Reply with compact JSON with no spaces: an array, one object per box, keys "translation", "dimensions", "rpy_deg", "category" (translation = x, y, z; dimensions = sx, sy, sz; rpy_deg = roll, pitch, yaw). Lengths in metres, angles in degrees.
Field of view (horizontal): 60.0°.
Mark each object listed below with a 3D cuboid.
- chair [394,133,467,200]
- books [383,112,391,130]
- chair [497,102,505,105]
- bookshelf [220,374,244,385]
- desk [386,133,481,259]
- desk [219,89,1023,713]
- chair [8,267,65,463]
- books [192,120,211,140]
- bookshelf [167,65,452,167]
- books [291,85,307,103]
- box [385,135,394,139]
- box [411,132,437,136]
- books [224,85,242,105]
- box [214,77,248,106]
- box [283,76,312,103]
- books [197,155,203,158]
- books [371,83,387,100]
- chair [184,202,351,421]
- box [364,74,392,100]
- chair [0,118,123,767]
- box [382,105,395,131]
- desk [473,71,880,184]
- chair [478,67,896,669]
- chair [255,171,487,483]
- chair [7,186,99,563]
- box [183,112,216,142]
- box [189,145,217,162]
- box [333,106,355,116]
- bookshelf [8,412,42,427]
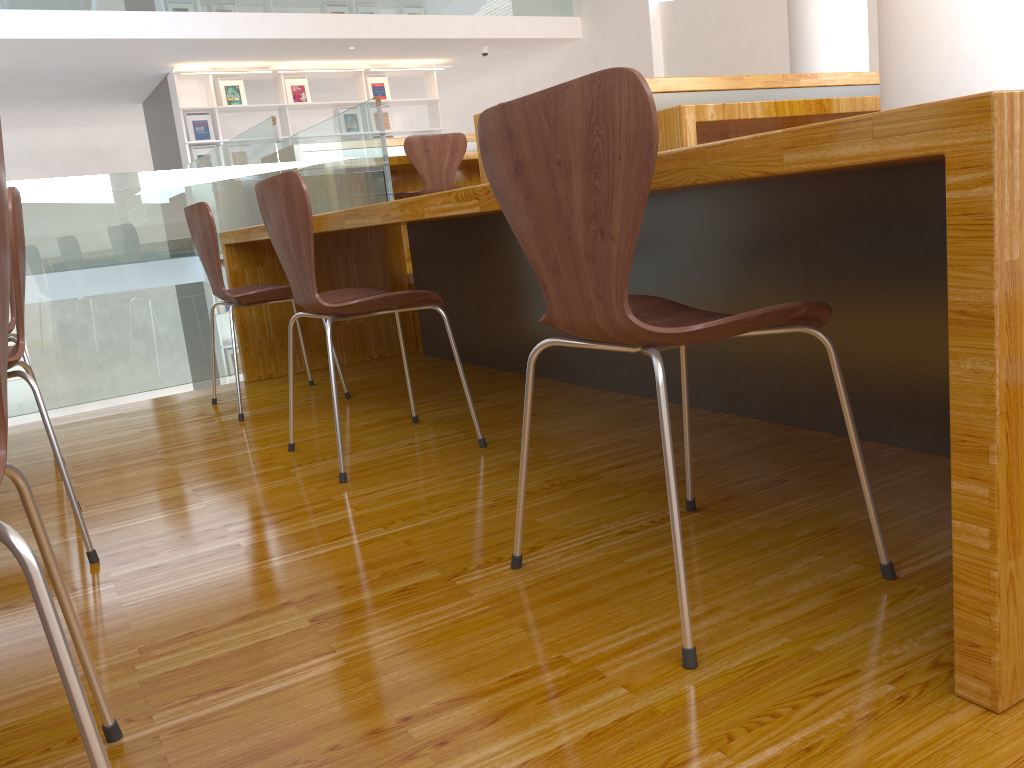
[{"translation":[-0.475,-1.077,5.167],"dimensions":[0.428,0.693,0.381],"rpy_deg":[-12,12,-28],"category":"chair"},{"translation":[-1.436,-2.915,9.879],"dimensions":[0.145,0.210,0.037],"rpy_deg":[-12,12,-28],"category":"books"},{"translation":[0.210,-0.909,3.887],"dimensions":[0.428,0.693,0.381],"rpy_deg":[-12,12,-28],"category":"chair"},{"translation":[-1.769,-0.488,10.030],"dimensions":[2.984,1.836,0.498],"rpy_deg":[-12,12,-28],"category":"bookshelf"},{"translation":[0.060,-1.373,6.231],"dimensions":[3.196,0.757,1.248],"rpy_deg":[-12,12,-28],"category":"desk"},{"translation":[0.033,-0.195,2.313],"dimensions":[0.760,0.606,3.356],"rpy_deg":[-12,12,-28],"category":"desk"},{"translation":[-1.556,-0.100,2.513],"dimensions":[0.381,0.693,0.428],"rpy_deg":[-12,12,-28],"category":"chair"},{"translation":[-3.128,-2.550,8.941],"dimensions":[0.145,0.210,0.037],"rpy_deg":[-12,12,-28],"category":"books"},{"translation":[-1.993,-2.500,9.648],"dimensions":[2.984,1.836,0.498],"rpy_deg":[-12,12,-28],"category":"bookshelf"},{"translation":[-2.251,-3.053,9.389],"dimensions":[0.145,0.210,0.037],"rpy_deg":[-12,12,-28],"category":"books"},{"translation":[-1.457,-2.646,10.020],"dimensions":[0.245,0.296,0.274],"rpy_deg":[-12,12,-28],"category":"box"},{"translation":[-0.997,-2.746,10.274],"dimensions":[0.245,0.296,0.274],"rpy_deg":[-12,12,-28],"category":"box"},{"translation":[-2.845,-2.941,9.059],"dimensions":[0.145,0.210,0.037],"rpy_deg":[-12,12,-28],"category":"books"},{"translation":[-2.896,-2.991,9.143],"dimensions":[0.245,0.296,0.274],"rpy_deg":[-12,12,-28],"category":"box"},{"translation":[-2.312,-3.119,9.463],"dimensions":[0.245,0.296,0.274],"rpy_deg":[-12,12,-28],"category":"box"},{"translation":[-3.097,-2.218,9.000],"dimensions":[0.145,0.210,0.037],"rpy_deg":[-12,12,-28],"category":"books"},{"translation":[-1.470,-3.222,9.821],"dimensions":[0.145,0.210,0.037],"rpy_deg":[-12,12,-28],"category":"books"},{"translation":[-0.849,-0.277,3.029],"dimensions":[0.381,0.693,0.428],"rpy_deg":[-12,12,-28],"category":"chair"},{"translation":[-1.520,-3.289,9.903],"dimensions":[0.245,0.296,0.274],"rpy_deg":[-12,12,-28],"category":"box"},{"translation":[-0.553,0.131,0.708],"dimensions":[0.381,0.693,0.428],"rpy_deg":[-12,12,-28],"category":"chair"},{"translation":[-1.485,-2.969,9.964],"dimensions":[0.245,0.296,0.274],"rpy_deg":[-12,12,-28],"category":"box"},{"translation":[1.562,-0.927,3.823],"dimensions":[3.194,0.762,1.247],"rpy_deg":[-12,12,-28],"category":"desk"},{"translation":[0.226,-0.059,1.250],"dimensions":[0.381,0.693,0.428],"rpy_deg":[-12,12,-28],"category":"chair"},{"translation":[-0.365,-0.172,2.194],"dimensions":[0.381,0.693,0.428],"rpy_deg":[-12,12,-28],"category":"chair"},{"translation":[-1.071,0.005,1.677],"dimensions":[0.381,0.693,0.428],"rpy_deg":[-12,12,-28],"category":"chair"},{"translation":[-3.188,-2.600,9.023],"dimensions":[0.245,0.296,0.274],"rpy_deg":[-12,12,-28],"category":"box"},{"translation":[-3.146,-2.281,9.087],"dimensions":[0.245,0.296,0.274],"rpy_deg":[-12,12,-28],"category":"box"},{"translation":[-1.796,-2.901,9.792],"dimensions":[0.245,0.296,0.274],"rpy_deg":[-12,12,-28],"category":"box"},{"translation":[-6.150,0.449,7.670],"dimensions":[3.666,1.836,0.397],"rpy_deg":[-12,12,-28],"category":"bookshelf"}]
